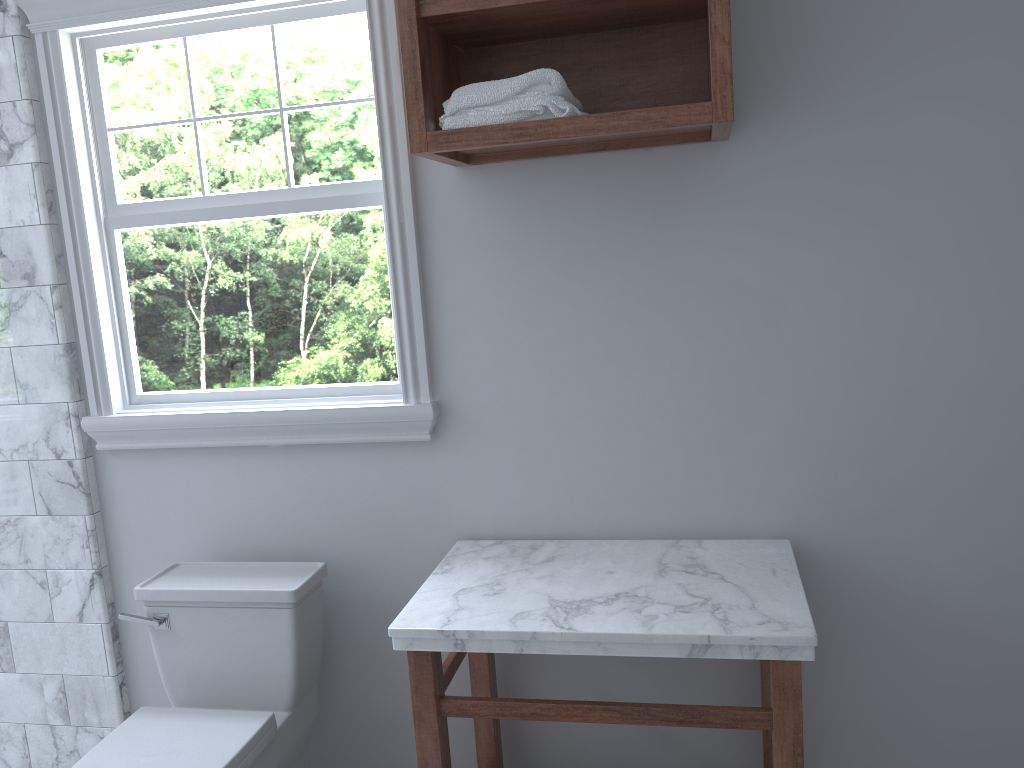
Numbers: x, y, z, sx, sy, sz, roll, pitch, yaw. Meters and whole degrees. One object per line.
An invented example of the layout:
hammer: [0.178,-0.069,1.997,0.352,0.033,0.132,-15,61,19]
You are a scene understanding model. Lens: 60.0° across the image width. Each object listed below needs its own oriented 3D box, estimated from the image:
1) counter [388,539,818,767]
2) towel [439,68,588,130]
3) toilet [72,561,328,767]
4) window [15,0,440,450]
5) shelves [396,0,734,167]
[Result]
counter: [0.238,0.833,2.021,0.828,0.810,0.539,-2,9,12]
towel: [0.007,-0.589,1.910,0.305,0.112,0.283,-2,9,13]
toilet: [-0.768,0.892,2.081,0.490,0.727,0.722,-2,9,12]
window: [-0.718,-0.460,2.327,1.040,1.248,0.149,-2,9,12]
shelves: [0.122,-0.794,1.881,0.647,0.566,0.357,-2,9,12]
